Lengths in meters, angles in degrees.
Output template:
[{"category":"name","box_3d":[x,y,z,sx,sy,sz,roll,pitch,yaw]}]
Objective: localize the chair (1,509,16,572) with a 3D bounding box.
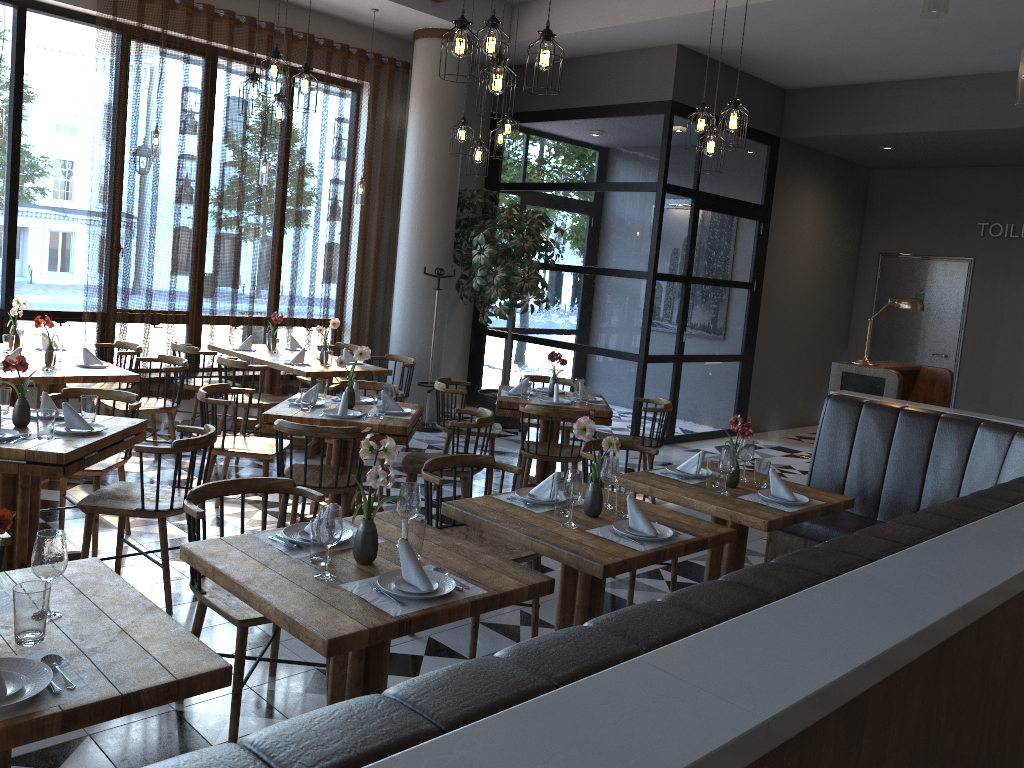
[{"category":"chair","box_3d":[-2.377,0.637,3.602,0.519,0.814,0.552,5,6,0]}]

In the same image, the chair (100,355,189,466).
[{"category":"chair","box_3d":[-2.719,0.214,6.565,0.550,0.814,0.521,0,8,-45]}]

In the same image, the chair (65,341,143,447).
[{"category":"chair","box_3d":[-3.310,0.079,7.158,0.550,0.814,0.521,0,8,-45]}]

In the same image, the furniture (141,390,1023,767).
[{"category":"furniture","box_3d":[0.421,0.848,2.732,6.588,1.146,1.925,-2,10,-45]}]

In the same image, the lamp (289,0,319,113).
[{"category":"lamp","box_3d":[-1.296,-2.841,5.806,0.175,2.063,0.175,8,6,28]}]

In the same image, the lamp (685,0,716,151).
[{"category":"lamp","box_3d":[1.344,-2.595,5.838,0.175,2.063,0.176,4,5,-13]}]

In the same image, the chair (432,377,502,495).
[{"category":"chair","box_3d":[-0.360,0.394,6.891,0.549,0.814,0.521,5,6,0]}]

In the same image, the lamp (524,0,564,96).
[{"category":"lamp","box_3d":[0.241,-2.442,4.214,0.175,2.063,0.176,5,5,-5]}]

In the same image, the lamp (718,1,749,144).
[{"category":"lamp","box_3d":[1.551,-2.626,5.784,0.175,2.063,0.176,5,5,-2]}]

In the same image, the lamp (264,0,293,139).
[{"category":"lamp","box_3d":[-1.495,-2.701,5.931,0.175,2.063,0.175,10,7,39]}]

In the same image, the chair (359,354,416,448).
[{"category":"chair","box_3d":[-1.193,0.157,8.087,0.550,0.814,0.521,0,8,-45]}]

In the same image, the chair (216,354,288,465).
[{"category":"chair","box_3d":[-2.117,0.191,7.166,0.550,0.814,0.521,0,8,-45]}]

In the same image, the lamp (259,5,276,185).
[{"category":"lamp","box_3d":[-2.146,-2.768,7.889,0.078,1.956,0.078,8,6,31]}]

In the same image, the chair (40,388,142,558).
[{"category":"chair","box_3d":[-2.370,0.468,4.886,0.519,0.814,0.552,5,6,0]}]

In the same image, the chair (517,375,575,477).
[{"category":"chair","box_3d":[0.286,0.370,7.535,0.519,0.814,0.552,5,6,0]}]

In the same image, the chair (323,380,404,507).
[{"category":"chair","box_3d":[-1.053,0.419,6.199,0.519,0.814,0.552,5,6,0]}]

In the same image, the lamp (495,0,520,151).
[{"category":"lamp","box_3d":[0.047,-2.953,7.185,0.175,2.063,0.176,2,6,-33]}]

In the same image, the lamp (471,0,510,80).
[{"category":"lamp","box_3d":[-0.026,-2.600,4.459,0.175,2.063,0.175,8,6,28]}]

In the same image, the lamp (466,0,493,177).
[{"category":"lamp","box_3d":[-0.197,-2.753,7.262,0.175,2.063,0.176,2,6,-33]}]

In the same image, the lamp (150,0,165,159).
[{"category":"lamp","box_3d":[-2.838,-2.826,7.183,0.078,1.956,0.078,9,6,34]}]

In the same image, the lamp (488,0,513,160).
[{"category":"lamp","box_3d":[-0.019,-2.929,7.388,0.175,2.063,0.176,1,7,-44]}]

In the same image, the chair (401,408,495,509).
[{"category":"chair","box_3d":[-0.415,0.564,5.559,0.549,0.814,0.521,5,6,0]}]

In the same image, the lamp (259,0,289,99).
[{"category":"lamp","box_3d":[-1.460,-2.897,5.680,0.175,2.063,0.175,10,7,39]}]

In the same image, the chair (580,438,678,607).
[{"category":"chair","box_3d":[0.622,0.756,4.847,0.519,0.814,0.552,0,8,-45]}]

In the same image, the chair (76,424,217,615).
[{"category":"chair","box_3d":[-1.732,0.613,4.245,0.549,0.814,0.521,5,6,0]}]

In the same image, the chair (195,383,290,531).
[{"category":"chair","box_3d":[-1.699,0.443,5.556,0.549,0.814,0.521,5,6,0]}]

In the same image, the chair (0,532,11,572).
[{"category":"chair","box_3d":[-1.718,0.843,2.512,0.519,0.814,0.552,0,8,-45]}]

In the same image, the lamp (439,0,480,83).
[{"category":"lamp","box_3d":[-0.175,-2.538,4.312,0.175,2.063,0.175,7,5,17]}]

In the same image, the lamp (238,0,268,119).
[{"category":"lamp","box_3d":[-1.691,-2.859,5.992,0.175,2.063,0.175,6,5,6]}]

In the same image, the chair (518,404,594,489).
[{"category":"chair","box_3d":[0.278,0.538,6.251,0.519,0.814,0.552,5,6,0]}]

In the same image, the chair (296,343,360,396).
[{"category":"chair","box_3d":[-1.783,0.023,8.680,0.550,0.814,0.521,0,8,-45]}]

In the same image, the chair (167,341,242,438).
[{"category":"chair","box_3d":[-2.708,0.057,7.758,0.550,0.814,0.521,0,8,-45]}]

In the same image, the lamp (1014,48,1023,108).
[{"category":"lamp","box_3d":[2.087,-2.052,3.356,0.078,1.956,0.078,8,6,31]}]

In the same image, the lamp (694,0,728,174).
[{"category":"lamp","box_3d":[1.364,-2.392,5.642,0.175,2.063,0.176,5,5,-2]}]

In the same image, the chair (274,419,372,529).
[{"category":"chair","box_3d":[-1.061,0.588,4.915,0.519,0.814,0.552,5,6,0]}]

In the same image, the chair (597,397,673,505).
[{"category":"chair","box_3d":[0.933,0.512,6.916,0.549,0.814,0.521,5,6,0]}]

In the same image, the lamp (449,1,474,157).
[{"category":"lamp","box_3d":[-0.320,-2.872,7.075,0.175,2.063,0.175,8,6,24]}]

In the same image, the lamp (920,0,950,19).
[{"category":"lamp","box_3d":[1.395,-2.110,2.651,0.078,1.956,0.078,4,5,-10]}]

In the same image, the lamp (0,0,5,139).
[{"category":"lamp","box_3d":[-3.660,-2.762,6.369,0.078,1.956,0.078,1,6,-38]}]

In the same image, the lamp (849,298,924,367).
[{"category":"lamp","box_3d":[2.517,-0.222,6.016,0.446,0.754,0.170,8,6,20]}]

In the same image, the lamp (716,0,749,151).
[{"category":"lamp","box_3d":[1.456,-2.487,5.425,0.175,2.063,0.176,2,6,-35]}]

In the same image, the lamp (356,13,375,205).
[{"category":"lamp","box_3d":[-1.407,-2.737,8.636,0.078,1.956,0.078,4,5,-13]}]

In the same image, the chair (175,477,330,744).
[{"category":"chair","box_3d":[-0.938,0.814,3.290,0.519,0.814,0.552,0,8,-45]}]

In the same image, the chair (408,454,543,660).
[{"category":"chair","box_3d":[-0.158,0.785,4.069,0.519,0.814,0.552,0,8,-45]}]

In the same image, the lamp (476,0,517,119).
[{"category":"lamp","box_3d":[0.010,-2.337,4.256,0.175,2.063,0.175,8,6,28]}]
